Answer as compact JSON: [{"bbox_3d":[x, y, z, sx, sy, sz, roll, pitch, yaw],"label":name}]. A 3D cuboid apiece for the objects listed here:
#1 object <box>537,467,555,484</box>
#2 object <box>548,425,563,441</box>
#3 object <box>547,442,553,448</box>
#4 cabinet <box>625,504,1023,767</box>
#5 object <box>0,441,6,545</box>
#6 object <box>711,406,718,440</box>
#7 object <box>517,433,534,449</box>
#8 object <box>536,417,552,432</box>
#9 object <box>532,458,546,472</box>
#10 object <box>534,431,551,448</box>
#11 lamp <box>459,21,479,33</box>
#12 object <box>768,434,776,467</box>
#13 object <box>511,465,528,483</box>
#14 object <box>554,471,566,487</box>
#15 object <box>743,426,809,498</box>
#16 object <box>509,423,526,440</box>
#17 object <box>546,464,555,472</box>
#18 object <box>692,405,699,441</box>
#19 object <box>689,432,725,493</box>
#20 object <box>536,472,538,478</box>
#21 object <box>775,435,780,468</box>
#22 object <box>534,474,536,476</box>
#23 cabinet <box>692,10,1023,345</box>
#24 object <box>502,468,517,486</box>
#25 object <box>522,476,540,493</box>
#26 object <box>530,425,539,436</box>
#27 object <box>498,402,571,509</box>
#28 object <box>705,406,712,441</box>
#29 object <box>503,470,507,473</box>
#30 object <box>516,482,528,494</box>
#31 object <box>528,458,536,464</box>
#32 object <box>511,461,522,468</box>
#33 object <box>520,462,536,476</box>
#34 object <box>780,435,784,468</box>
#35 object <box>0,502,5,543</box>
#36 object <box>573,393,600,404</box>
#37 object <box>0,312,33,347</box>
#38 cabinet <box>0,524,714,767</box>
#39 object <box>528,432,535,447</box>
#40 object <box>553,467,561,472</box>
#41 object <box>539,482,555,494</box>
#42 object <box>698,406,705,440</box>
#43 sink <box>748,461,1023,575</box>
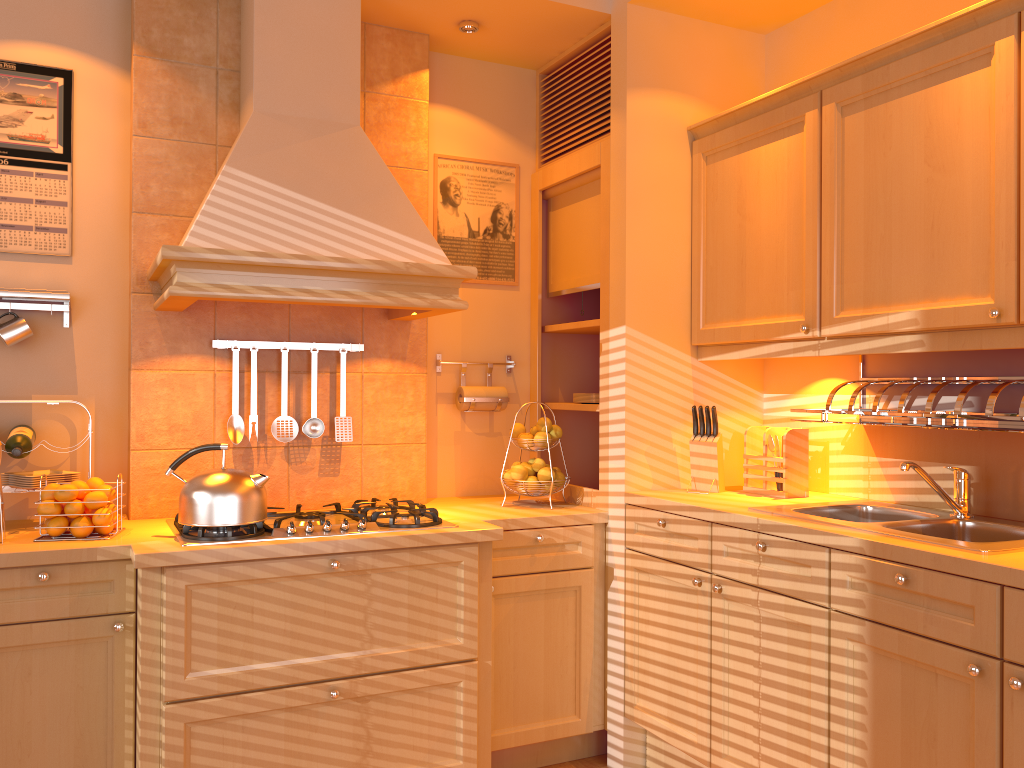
[{"bbox_3d":[0.122,0.324,3.143,0.063,0.060,0.064,0,0,-11],"label":"object"},{"bbox_3d":[0.154,0.178,3.221,0.058,0.060,0.057,0,0,-5],"label":"object"},{"bbox_3d":[0.121,0.207,3.253,0.058,0.059,0.058,0,0,5],"label":"object"},{"bbox_3d":[1.293,0.469,1.751,0.625,1.700,3.000,0,0,-26],"label":"cabinet"},{"bbox_3d":[-1.416,0.285,2.387,0.088,0.288,0.101,0,0,-26],"label":"object"},{"bbox_3d":[0.677,0.205,2.967,0.037,0.265,0.019,1,0,-43],"label":"object"},{"bbox_3d":[0.051,0.207,3.221,0.064,0.058,0.063,0,0,30],"label":"object"},{"bbox_3d":[0.117,0.148,3.202,0.055,0.059,0.058,0,0,20],"label":"object"},{"bbox_3d":[0.096,0.291,3.173,0.049,0.052,0.050,0,0,-18],"label":"object"},{"bbox_3d":[0.110,0.200,3.191,0.064,0.063,0.063,0,0,-9],"label":"object"},{"bbox_3d":[-0.154,-1.272,3.165,0.070,0.021,0.070,1,0,-43],"label":"lamp"},{"bbox_3d":[0.850,0.260,2.881,0.042,0.192,0.040,0,0,25],"label":"object"},{"bbox_3d":[0.027,0.318,3.143,0.056,0.063,0.065,0,0,40],"label":"object"},{"bbox_3d":[0.168,0.349,3.255,0.059,0.059,0.058,0,0,18],"label":"object"},{"bbox_3d":[0.869,0.254,2.929,0.103,0.221,0.200,0,0,-26],"label":"object"},{"bbox_3d":[0.021,0.175,3.263,0.061,0.064,0.063,0,0,-17],"label":"object"},{"bbox_3d":[0.128,0.321,3.228,0.057,0.059,0.058,0,0,28],"label":"object"},{"bbox_3d":[0.622,0.205,3.009,0.019,0.265,0.037,0,0,28],"label":"object"},{"bbox_3d":[0.660,0.263,2.997,0.100,0.200,0.070,0,0,38],"label":"object"},{"bbox_3d":[0.098,0.326,3.280,0.059,0.055,0.058,0,0,-19],"label":"object"},{"bbox_3d":[0.864,0.263,2.873,0.020,0.196,0.017,0,0,0],"label":"object"},{"bbox_3d":[0.064,0.334,3.253,0.047,0.052,0.051,0,0,-29],"label":"object"},{"bbox_3d":[1.167,-0.491,2.359,0.332,0.712,1.792,0,0,-26],"label":"cabinet"},{"bbox_3d":[-0.006,0.336,3.199,0.063,0.063,0.063,0,0,-14],"label":"object"},{"bbox_3d":[0.069,0.357,3.156,0.064,0.062,0.064,1,0,-39],"label":"object"},{"bbox_3d":[0.090,0.172,3.245,0.050,0.051,0.051,0,0,-2],"label":"object"},{"bbox_3d":[0.084,0.253,3.236,0.265,0.376,0.265,0,0,23],"label":"object"},{"bbox_3d":[0.658,0.205,2.982,0.038,0.265,0.019,1,0,-43],"label":"object"},{"bbox_3d":[-0.010,0.343,3.265,0.056,0.057,0.053,0,0,41],"label":"object"},{"bbox_3d":[0.042,0.371,3.209,0.052,0.056,0.057,0,0,26],"label":"object"},{"bbox_3d":[0.084,0.292,3.237,0.051,0.048,0.050,0,0,7],"label":"object"},{"bbox_3d":[0.024,0.312,3.246,0.055,0.058,0.056,0,0,10],"label":"object"},{"bbox_3d":[0.055,0.311,3.192,0.063,0.061,0.063,0,0,38],"label":"object"},{"bbox_3d":[0.873,0.263,2.866,0.018,0.196,0.022,0,0,-22],"label":"object"},{"bbox_3d":[-1.404,0.376,2.393,0.060,0.106,0.060,0,0,32],"label":"object"},{"bbox_3d":[0.346,0.057,3.408,0.222,0.039,0.222,0,0,-9],"label":"object"},{"bbox_3d":[-1.543,-0.168,2.752,0.103,0.111,0.066,0,0,-33],"label":"object"},{"bbox_3d":[-0.423,0.894,2.726,2.850,0.840,1.141,0,0,-26],"label":"cabinet"},{"bbox_3d":[0.066,0.206,3.278,0.057,0.056,0.051,0,0,24],"label":"object"},{"bbox_3d":[0.162,0.333,3.299,0.045,0.047,0.046,0,0,20],"label":"object"},{"bbox_3d":[0.122,0.367,3.195,0.063,0.061,0.064,0,0,42],"label":"object"},{"bbox_3d":[0.639,0.205,2.996,0.038,0.265,0.019,1,0,-43],"label":"object"},{"bbox_3d":[1.040,0.368,2.295,0.465,0.336,0.746,0,0,-26],"label":"sink"}]
